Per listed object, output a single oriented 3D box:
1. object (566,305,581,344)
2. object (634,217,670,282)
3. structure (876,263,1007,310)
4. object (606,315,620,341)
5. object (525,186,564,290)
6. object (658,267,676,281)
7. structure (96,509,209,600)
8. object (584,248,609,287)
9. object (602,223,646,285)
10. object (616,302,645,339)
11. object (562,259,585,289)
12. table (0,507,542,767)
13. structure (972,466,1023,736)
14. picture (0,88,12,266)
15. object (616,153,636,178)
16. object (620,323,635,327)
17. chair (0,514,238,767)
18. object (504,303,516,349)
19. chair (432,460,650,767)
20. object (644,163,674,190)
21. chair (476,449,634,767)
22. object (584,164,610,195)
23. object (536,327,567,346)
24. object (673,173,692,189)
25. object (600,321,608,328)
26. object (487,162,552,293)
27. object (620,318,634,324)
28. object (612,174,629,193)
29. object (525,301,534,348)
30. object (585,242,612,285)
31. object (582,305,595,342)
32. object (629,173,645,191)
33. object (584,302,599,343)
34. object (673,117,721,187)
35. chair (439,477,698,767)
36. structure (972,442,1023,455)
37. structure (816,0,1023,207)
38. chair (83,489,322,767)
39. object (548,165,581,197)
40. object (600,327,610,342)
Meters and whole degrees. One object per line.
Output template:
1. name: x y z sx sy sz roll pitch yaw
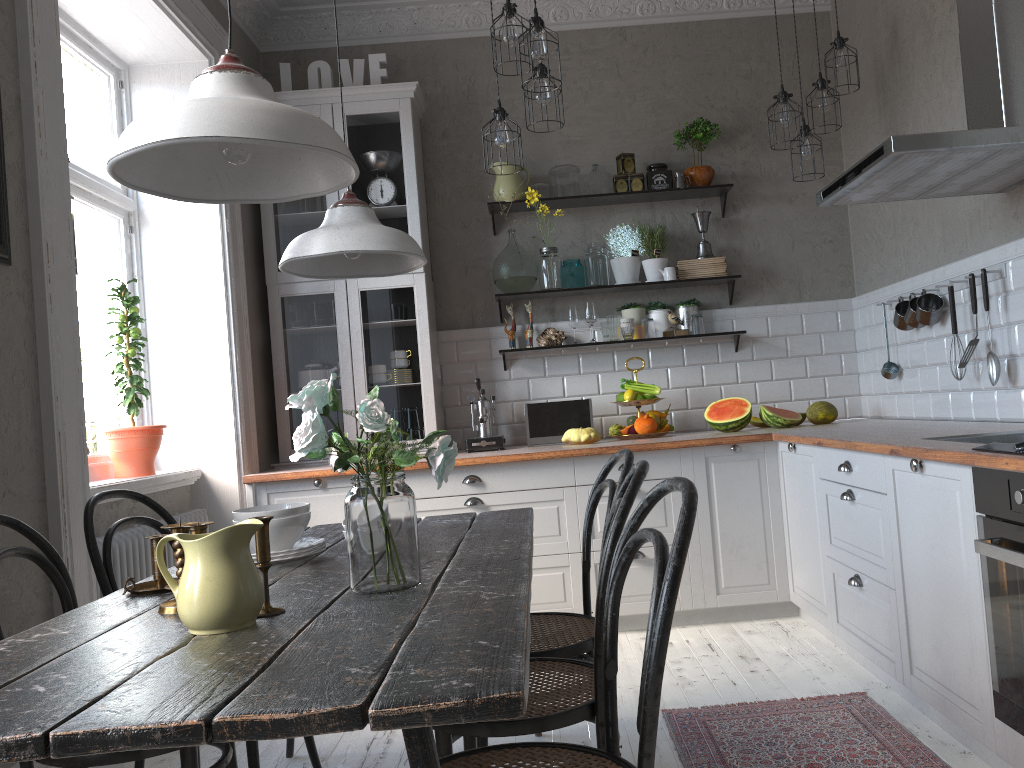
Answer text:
1. object: 0.338 -0.316 4.807 0.082 0.217 0.081 -4 -2 -14
2. object: 0.764 -0.730 4.791 0.188 0.380 0.166 -3 -2 -39
3. structure: 1.814 -0.404 3.832 0.094 0.053 1.085 -5 -2 1
4. object: 0.548 -0.296 4.749 0.080 0.139 0.077 -4 -2 -27
5. object: 0.172 -0.767 4.692 0.193 0.540 0.279 -4 -2 -7
6. object: 0.841 -0.585 4.725 0.104 0.071 0.064 -6 -2 30
7. structure: -1.396 0.748 3.344 0.149 0.428 1.221 -5 -2 0
8. object: 0.451 -0.619 4.746 0.123 0.206 0.127 -5 -2 23
9. object: 0.634 -0.706 4.841 0.242 0.354 0.237 -5 -2 18
10. object: 0.651 -0.342 4.834 0.159 0.217 0.154 -4 -2 -20
11. object: 0.332 -0.590 4.833 0.126 0.172 0.126 -5 -2 4
12. table: -0.378 0.774 1.929 0.905 0.735 1.919 -5 -2 1
13. structure: 1.433 0.482 1.890 0.618 0.623 0.622 -5 -2 0
14. picture: -1.367 -0.630 2.109 0.020 0.619 0.521 -5 -2 1
15. object: 0.615 -1.182 4.786 0.084 0.113 0.081 -4 -2 -20
16. object: 0.615 -0.294 4.706 0.076 0.051 0.078 -5 -2 19
17. chair: -0.867 0.721 1.945 0.550 0.920 0.437 -4 -2 -3
18. object: -0.007 -0.309 4.802 0.054 0.264 0.060 -4 -2 -29
19. chair: 0.061 0.645 1.923 0.546 0.920 0.440 -5 -2 8
20. object: 0.799 -1.113 4.845 0.142 0.174 0.142 -5 -2 0
21. chair: 0.093 0.658 2.407 0.550 0.920 0.437 -4 -2 -3
22. object: 0.469 -1.107 4.896 0.143 0.220 0.137 -3 -2 -40
23. object: 0.206 -0.252 4.763 0.179 0.111 0.095 -4 -2 -23
24. object: 0.911 -1.086 4.748 0.093 0.096 0.074 -5 -2 1
25. object: 0.519 -0.297 4.824 0.077 0.083 0.079 -5 -2 18
26. object: -0.006 -0.820 4.735 0.340 0.674 0.331 -4 -2 -31
27. object: 0.613 -0.319 4.707 0.078 0.051 0.076 -4 -2 -14
28. object: 0.591 -1.067 4.795 0.083 0.113 0.083 -5 -2 0
29. object: 0.098 -0.318 4.788 0.052 0.264 0.063 -6 -2 36
30. object: 0.476 -0.644 4.898 0.131 0.264 0.132 -5 -2 6
31. object: 0.425 -0.323 4.804 0.082 0.217 0.081 -4 -2 -14
32. object: 0.678 -1.074 4.793 0.082 0.113 0.083 -5 -2 10
33. object: 0.425 -0.326 4.715 0.082 0.217 0.081 -4 -2 -14
34. object: 1.022 -1.244 4.806 0.257 0.397 0.245 -5 -2 25
35. chair: 0.050 0.629 1.389 0.550 0.920 0.437 -4 -2 -3
36. structure: 1.378 0.121 1.904 0.496 0.031 0.605 -5 -2 0
37. structure: 1.426 -1.494 2.997 0.713 1.595 0.712 -5 -2 0
38. chair: -0.835 0.734 2.431 0.544 0.920 0.442 -5 -2 13
39. object: 0.289 -1.078 4.798 0.168 0.184 0.175 -6 -2 39
40. object: 0.522 -0.264 4.823 0.077 0.083 0.079 -5 -2 18
